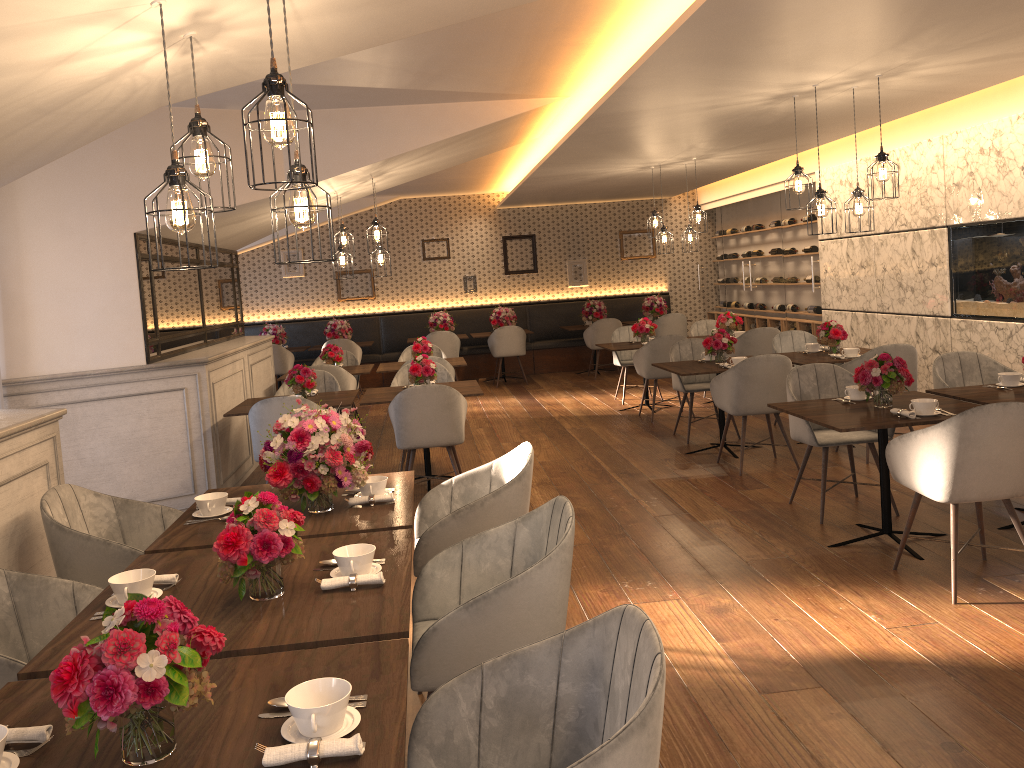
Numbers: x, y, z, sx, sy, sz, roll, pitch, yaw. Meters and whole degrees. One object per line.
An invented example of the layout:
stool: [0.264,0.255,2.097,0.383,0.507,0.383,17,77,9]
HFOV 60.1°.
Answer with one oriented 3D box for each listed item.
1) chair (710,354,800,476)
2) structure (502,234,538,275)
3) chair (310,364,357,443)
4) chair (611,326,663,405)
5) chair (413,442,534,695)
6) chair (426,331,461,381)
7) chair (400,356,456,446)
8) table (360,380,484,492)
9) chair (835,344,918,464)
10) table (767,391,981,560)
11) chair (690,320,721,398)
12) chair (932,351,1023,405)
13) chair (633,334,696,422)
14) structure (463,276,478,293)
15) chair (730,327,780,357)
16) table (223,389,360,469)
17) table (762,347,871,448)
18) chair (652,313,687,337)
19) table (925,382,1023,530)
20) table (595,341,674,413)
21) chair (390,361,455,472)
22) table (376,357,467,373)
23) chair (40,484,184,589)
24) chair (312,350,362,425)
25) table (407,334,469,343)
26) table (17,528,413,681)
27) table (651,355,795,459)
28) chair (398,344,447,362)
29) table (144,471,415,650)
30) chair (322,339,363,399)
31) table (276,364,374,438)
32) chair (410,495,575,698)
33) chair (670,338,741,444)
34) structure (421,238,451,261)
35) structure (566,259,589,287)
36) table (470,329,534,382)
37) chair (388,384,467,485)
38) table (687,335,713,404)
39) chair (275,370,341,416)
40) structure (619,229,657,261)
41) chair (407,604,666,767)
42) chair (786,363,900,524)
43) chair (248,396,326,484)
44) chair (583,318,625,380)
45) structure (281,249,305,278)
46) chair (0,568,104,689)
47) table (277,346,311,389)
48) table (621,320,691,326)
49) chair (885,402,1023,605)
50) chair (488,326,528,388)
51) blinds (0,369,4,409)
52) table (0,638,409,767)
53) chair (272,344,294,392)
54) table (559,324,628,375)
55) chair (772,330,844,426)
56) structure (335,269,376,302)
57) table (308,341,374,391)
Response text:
chair: [1.819,0.192,6.597,0.565,0.869,0.528,-5,4,-5]
structure: [0.130,-2.088,14.300,0.544,0.630,0.035,-5,4,-6]
chair: [-1.760,0.225,8.430,0.565,0.869,0.528,-5,4,-5]
chair: [1.446,-0.237,10.379,0.565,0.869,0.528,-5,4,-5]
chair: [-0.151,0.695,3.574,0.526,0.869,0.567,-4,5,-5]
chair: [-0.996,-0.339,12.668,0.565,0.869,0.528,-5,4,-5]
chair: [-0.808,0.146,8.523,0.565,0.869,0.528,-5,4,-5]
table: [-0.672,0.410,6.882,0.896,0.718,0.900,-5,6,-5]
chair: [2.771,0.113,6.691,0.565,0.869,0.528,-5,4,-5]
table: [1.980,0.484,4.704,0.896,0.718,0.900,-5,6,-5]
chair: [2.398,-0.316,10.473,0.565,0.869,0.528,-5,4,-5]
chair: [2.913,0.252,5.451,0.565,0.869,0.528,-5,4,-5]
chair: [1.566,-0.086,9.059,0.565,0.869,0.528,-5,4,-5]
structure: [-0.670,-1.602,14.245,0.216,0.276,0.018,-5,4,-6]
chair: [2.518,-0.165,9.152,0.565,0.869,0.528,-5,4,-5]
table: [-1.624,0.489,6.789,0.896,0.718,0.900,-5,6,-5]
table: [2.670,0.116,7.358,0.896,0.718,0.900,-5,6,-5]
chair: [2.314,-0.613,12.993,0.565,0.869,0.528,-5,4,-5]
table: [2.932,0.405,4.798,0.896,0.718,0.900,-5,6,-5]
table: [1.465,-0.084,9.726,0.896,0.718,0.900,-5,6,-5]
chair: [-0.738,0.261,7.531,0.565,0.869,0.528,-5,4,-5]
table: [-0.909,0.149,9.191,0.896,0.718,0.900,-5,6,-5]
chair: [-1.467,0.806,3.427,0.526,0.869,0.567,-4,5,-5]
chair: [-1.926,0.079,9.746,0.565,0.869,0.528,-5,4,-5]
table: [-1.097,-0.336,13.336,0.896,0.718,0.900,-5,6,-5]
table: [-0.712,0.935,2.542,0.896,0.718,0.900,-5,6,-5]
table: [1.718,0.195,7.265,0.896,0.718,0.900,-5,6,-5]
chair: [-0.974,0.000,9.840,0.565,0.869,0.528,-5,4,-5]
table: [-0.808,0.830,3.475,0.896,0.718,0.900,-5,6,-5]
chair: [-2.401,-0.223,12.530,0.565,0.869,0.528,-5,4,-5]
table: [-1.861,0.228,9.098,0.896,0.718,0.900,-5,6,-5]
chair: [-0.055,0.801,2.641,0.526,0.869,0.567,-4,5,-5]
chair: [1.698,0.041,7.918,0.565,0.869,0.528,-5,4,-5]
structure: [-1.214,-2.153,14.161,0.449,0.343,0.016,-5,4,-6]
structure: [1.069,-1.803,14.405,0.340,0.438,0.035,-5,4,-6]
table: [-0.145,-0.415,13.429,0.896,0.718,0.900,-5,6,-5]
chair: [-0.571,0.407,6.215,0.565,0.869,0.528,-5,4,-5]
table: [2.417,-0.162,9.820,0.896,0.718,0.900,-5,6,-5]
chair: [-1.689,0.339,7.438,0.565,0.869,0.528,-5,4,-5]
structure: [2.059,-2.279,14.481,0.601,0.484,0.032,-5,4,-6]
chair: [0.041,0.906,1.708,0.526,0.869,0.567,-4,5,-5]
chair: [1.961,0.331,5.357,0.565,0.869,0.528,-5,4,-5]
chair: [-1.523,0.486,6.121,0.565,0.869,0.528,-5,4,-5]
chair: [1.362,-0.534,12.900,0.565,0.869,0.528,-5,4,-5]
structure: [-3.453,-1.899,13.935,0.340,0.438,0.035,-5,4,-6]
chair: [-1.371,0.912,2.494,0.526,0.869,0.567,-4,5,-5]
table: [-3.454,-0.141,13.104,0.896,0.718,0.900,-5,6,-5]
table: [2.212,-0.610,13.661,0.896,0.718,0.900,-5,6,-5]
chair: [2.081,0.481,4.036,0.565,0.869,0.528,-5,4,-5]
chair: [-0.044,-0.418,12.762,0.565,0.869,0.528,-5,4,-5]
blinds: [-3.226,-0.185,4.982,0.134,2.688,1.385,-4,4,-5]
table: [-0.616,1.041,1.609,0.896,0.718,0.900,-5,6,-5]
chair: [-3.353,-0.144,12.436,0.565,0.869,0.528,-5,4,-5]
table: [1.260,-0.531,13.568,0.896,0.718,0.900,-5,6,-5]
chair: [2.650,-0.037,8.012,0.565,0.869,0.528,-5,4,-5]
structure: [-2.481,-1.563,14.053,0.601,0.484,0.032,-5,4,-6]
table: [-2.502,-0.220,13.198,0.896,0.718,0.900,-5,6,-5]
